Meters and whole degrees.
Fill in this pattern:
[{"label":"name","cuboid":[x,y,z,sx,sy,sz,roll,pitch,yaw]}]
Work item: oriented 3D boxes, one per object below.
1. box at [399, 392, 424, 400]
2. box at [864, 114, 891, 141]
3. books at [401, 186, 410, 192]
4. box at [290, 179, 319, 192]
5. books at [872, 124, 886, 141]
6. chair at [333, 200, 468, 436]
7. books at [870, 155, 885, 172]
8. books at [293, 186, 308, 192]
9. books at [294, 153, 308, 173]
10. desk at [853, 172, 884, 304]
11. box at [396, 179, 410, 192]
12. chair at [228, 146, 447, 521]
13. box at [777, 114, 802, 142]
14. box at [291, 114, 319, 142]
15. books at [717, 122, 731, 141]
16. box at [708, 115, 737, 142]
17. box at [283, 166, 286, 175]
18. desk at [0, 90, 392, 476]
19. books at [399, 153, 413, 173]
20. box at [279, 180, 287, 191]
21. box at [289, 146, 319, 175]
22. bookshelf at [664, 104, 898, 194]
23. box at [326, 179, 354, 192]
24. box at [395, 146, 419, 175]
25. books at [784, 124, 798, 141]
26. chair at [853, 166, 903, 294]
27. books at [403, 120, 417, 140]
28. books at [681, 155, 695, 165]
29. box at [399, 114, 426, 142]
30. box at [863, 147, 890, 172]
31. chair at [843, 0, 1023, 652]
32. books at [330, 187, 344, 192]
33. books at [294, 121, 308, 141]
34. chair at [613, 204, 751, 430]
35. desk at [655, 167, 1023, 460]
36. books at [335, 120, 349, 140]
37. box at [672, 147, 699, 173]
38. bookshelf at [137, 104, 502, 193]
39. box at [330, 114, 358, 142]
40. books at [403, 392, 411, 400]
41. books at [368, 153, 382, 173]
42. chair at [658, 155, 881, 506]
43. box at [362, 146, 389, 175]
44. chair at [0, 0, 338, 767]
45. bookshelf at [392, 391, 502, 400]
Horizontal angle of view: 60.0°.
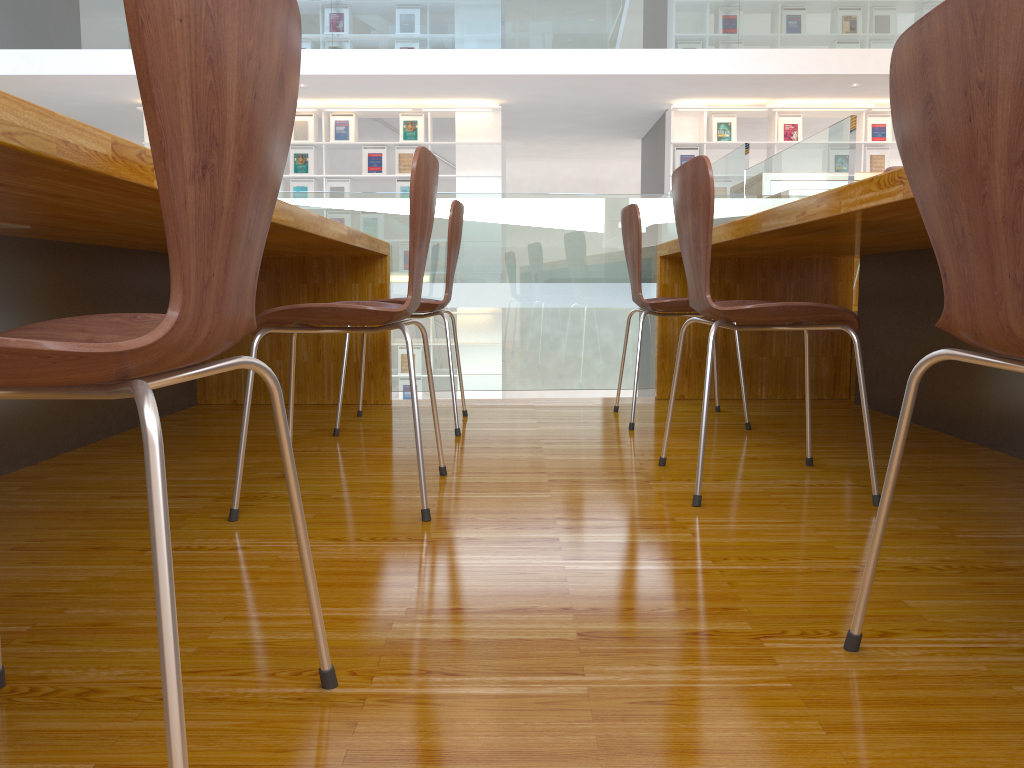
[{"label":"box","cuboid":[-1.074,0.068,9.474,0.245,0.296,0.274,0,6,0]},{"label":"box","cuboid":[3.796,-2.646,9.251,0.245,0.296,0.274,0,6,0]},{"label":"books","cuboid":[-1.077,-1.935,9.156,0.145,0.210,0.037,0,6,0]},{"label":"box","cuboid":[-2.169,-1.980,9.259,0.245,0.296,0.274,0,6,0]},{"label":"books","cuboid":[3.788,-2.580,9.154,0.145,0.210,0.037,0,6,0]},{"label":"chair","cuboid":[-0.339,-0.212,2.788,0.381,0.693,0.428,0,6,0]},{"label":"books","cuboid":[3.788,-2.267,9.187,0.145,0.210,0.037,0,6,0]},{"label":"books","cuboid":[-2.184,-1.937,9.159,0.145,0.210,0.037,0,6,0]},{"label":"books","cuboid":[-2.169,-2.265,9.121,0.145,0.210,0.037,0,6,0]},{"label":"desk","cuboid":[3.054,-0.855,5.264,3.196,0.757,1.248,0,6,0]},{"label":"box","cuboid":[-1.076,-1.982,9.258,0.245,0.296,0.274,0,6,0]},{"label":"chair","cuboid":[-0.339,-0.110,1.822,0.381,0.693,0.428,0,6,0]},{"label":"box","cuboid":[2.874,-2.646,9.249,0.245,0.296,0.274,0,6,0]},{"label":"box","cuboid":[-2.158,-2.634,9.190,0.245,0.296,0.274,0,6,0]},{"label":"books","cuboid":[2.191,-2.594,9.153,0.145,0.210,0.037,0,6,0]},{"label":"box","cuboid":[2.196,-2.644,9.251,0.245,0.296,0.274,0,6,0]},{"label":"box","cuboid":[-2.510,-2.307,9.224,0.245,0.296,0.274,0,6,0]},{"label":"desk","cuboid":[-1.082,0.146,1.779,1.248,1.022,3.216,0,6,0]},{"label":"books","cuboid":[-1.093,-2.266,9.124,0.145,0.210,0.037,0,6,0]},{"label":"box","cuboid":[-2.508,-1.981,9.259,0.245,0.296,0.274,0,6,0]},{"label":"box","cuboid":[-2.165,-2.307,9.224,0.245,0.296,0.274,0,6,0]},{"label":"bookshelf","cuboid":[3.122,-1.970,9.253,2.984,1.836,0.498,0,6,0]},{"label":"box","cuboid":[-1.800,-1.981,9.258,0.245,0.296,0.274,0,6,0]},{"label":"box","cuboid":[-1.078,-2.308,9.224,0.245,0.296,0.274,0,6,0]},{"label":"books","cuboid":[2.879,-2.579,9.154,0.145,0.210,0.037,0,6,0]},{"label":"chair","cuboid":[2.033,-0.750,4.591,0.428,0.693,0.381,0,6,0]},{"label":"books","cuboid":[-1.042,-2.594,9.087,0.145,0.210,0.037,0,6,0]},{"label":"books","cuboid":[1.819,-2.266,9.184,0.145,0.210,0.037,0,6,0]},{"label":"box","cuboid":[-1.029,-2.636,9.190,0.245,0.296,0.274,0,6,0]},{"label":"box","cuboid":[3.796,-2.320,9.285,0.245,0.296,0.274,0,6,0]},{"label":"chair","cuboid":[0.585,-0.006,0.820,0.381,0.693,0.428,0,6,0]},{"label":"books","cuboid":[-1.805,-1.930,9.157,0.145,0.210,0.037,0,6,0]},{"label":"books","cuboid":[-2.163,-2.593,9.087,0.145,0.210,0.037,0,6,0]},{"label":"chair","cuboid":[0.547,-0.224,2.898,0.381,0.693,0.428,0,6,0]},{"label":"desk","cuboid":[0.949,-0.071,1.844,0.760,0.606,3.356,0,6,0]},{"label":"books","cuboid":[-1.743,-2.595,9.087,0.145,0.210,0.037,0,6,0]},{"label":"box","cuboid":[1.816,-2.318,9.286,0.245,0.296,0.274,0,6,0]},{"label":"bookshelf","cuboid":[-1.941,-1.966,9.257,3.666,1.836,0.498,0,6,0]},{"label":"box","cuboid":[-1.741,-2.635,9.190,0.245,0.296,0.274,0,6,0]},{"label":"books","cuboid":[-1.077,0.116,9.372,0.145,0.210,0.037,0,6,0]},{"label":"books","cuboid":[-1.409,-2.268,9.124,0.145,0.210,0.037,0,6,0]},{"label":"chair","cuboid":[0.547,-0.123,1.932,0.381,0.693,0.428,0,6,0]},{"label":"box","cuboid":[-1.418,-2.311,9.224,0.245,0.296,0.274,0,6,0]},{"label":"chair","cuboid":[-0.378,0.005,0.722,0.381,0.693,0.428,0,6,0]},{"label":"bookshelf","cuboid":[-1.939,0.078,9.523,3.666,1.836,0.397,0,6,0]}]
